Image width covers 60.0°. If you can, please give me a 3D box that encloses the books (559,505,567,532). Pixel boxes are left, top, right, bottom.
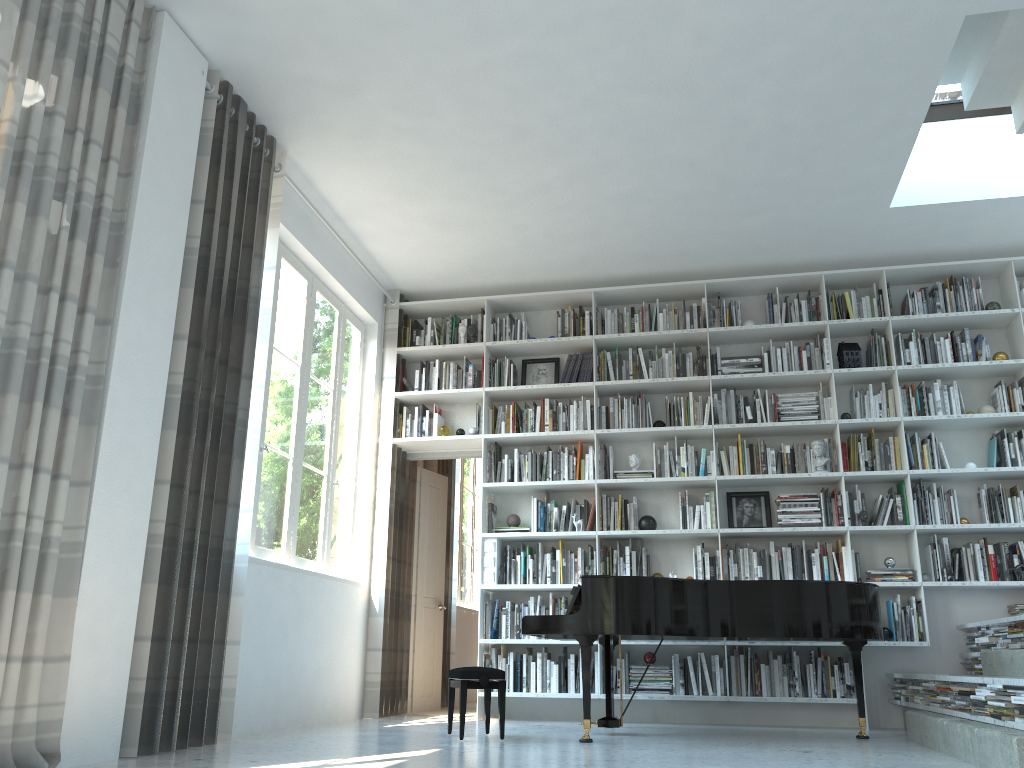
[{"bbox_3d":[0.385,1.013,6.532,0.056,0.213,0.143,-3,-17,12],"label":"books"}]

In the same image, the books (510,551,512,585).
[{"bbox_3d":[0.008,1.361,6.507,0.022,0.256,0.142,-3,-17,12],"label":"books"}]

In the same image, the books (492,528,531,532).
[{"bbox_3d":[0.012,1.091,6.579,0.285,0.012,0.160,-4,-18,15],"label":"books"}]

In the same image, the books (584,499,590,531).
[{"bbox_3d":[0.549,0.983,6.495,0.021,0.250,0.154,-3,-17,12],"label":"books"}]

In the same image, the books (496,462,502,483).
[{"bbox_3d":[-0.082,0.696,6.708,0.037,0.181,0.189,-3,-18,12],"label":"books"}]

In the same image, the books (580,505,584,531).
[{"bbox_3d":[0.525,1.004,6.491,0.027,0.209,0.144,-3,-17,12],"label":"books"}]

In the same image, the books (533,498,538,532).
[{"bbox_3d":[0.183,0.991,6.569,0.024,0.272,0.151,-3,-17,12],"label":"books"}]

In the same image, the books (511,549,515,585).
[{"bbox_3d":[0.018,1.351,6.487,0.007,0.263,0.177,-3,-17,12],"label":"books"}]

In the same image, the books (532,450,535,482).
[{"bbox_3d":[0.169,0.645,6.686,0.011,0.270,0.158,-3,-17,12],"label":"books"}]

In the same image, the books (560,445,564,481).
[{"bbox_3d":[0.374,0.622,6.659,0.011,0.303,0.130,-3,-17,12],"label":"books"}]

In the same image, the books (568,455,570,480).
[{"bbox_3d":[0.435,0.657,6.624,0.012,0.216,0.160,-3,-17,12],"label":"books"}]

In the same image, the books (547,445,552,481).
[{"bbox_3d":[0.281,0.623,6.659,0.013,0.299,0.152,-3,-17,12],"label":"books"}]

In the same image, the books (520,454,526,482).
[{"bbox_3d":[0.096,0.666,6.709,0.049,0.242,0.139,-3,-17,12],"label":"books"}]

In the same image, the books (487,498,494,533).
[{"bbox_3d":[-0.165,1.008,6.654,0.012,0.284,0.160,-3,-17,12],"label":"books"}]

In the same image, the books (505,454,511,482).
[{"bbox_3d":[-0.026,0.668,6.706,0.022,0.235,0.178,-3,-17,12],"label":"books"}]

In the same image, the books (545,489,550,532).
[{"bbox_3d":[0.262,0.961,6.573,0.011,0.334,0.154,-3,-17,12],"label":"books"}]

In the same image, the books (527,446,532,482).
[{"bbox_3d":[0.135,0.633,6.687,0.011,0.292,0.184,-3,-17,12],"label":"books"}]

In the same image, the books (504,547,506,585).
[{"bbox_3d":[-0.037,1.350,6.521,0.008,0.284,0.160,-3,-17,12],"label":"books"}]

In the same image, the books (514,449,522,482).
[{"bbox_3d":[0.047,0.646,6.709,0.023,0.280,0.174,-3,-17,12],"label":"books"}]

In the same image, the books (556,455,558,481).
[{"bbox_3d":[0.348,0.656,6.643,0.013,0.227,0.152,-3,-17,12],"label":"books"}]

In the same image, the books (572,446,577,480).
[{"bbox_3d":[0.470,0.622,6.637,0.015,0.292,0.144,-3,-17,12],"label":"books"}]

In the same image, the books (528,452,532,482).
[{"bbox_3d":[0.149,0.652,6.670,0.021,0.246,0.189,-3,-17,12],"label":"books"}]

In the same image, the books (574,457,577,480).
[{"bbox_3d":[0.480,0.659,6.607,0.013,0.202,0.162,-3,-17,12],"label":"books"}]

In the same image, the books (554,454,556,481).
[{"bbox_3d":[0.333,0.653,6.635,0.013,0.228,0.177,-3,-17,12],"label":"books"}]

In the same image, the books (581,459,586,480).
[{"bbox_3d":[0.537,0.667,6.596,0.030,0.183,0.152,-3,-17,12],"label":"books"}]

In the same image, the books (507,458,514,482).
[{"bbox_3d":[-0.004,0.679,6.687,0.028,0.203,0.188,-3,-18,12],"label":"books"}]

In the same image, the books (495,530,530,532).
[{"bbox_3d":[0.013,1.103,6.578,0.254,0.012,0.161,-2,-18,9],"label":"books"}]

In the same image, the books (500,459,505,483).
[{"bbox_3d":[-0.054,0.687,6.724,0.042,0.208,0.144,-3,-17,12],"label":"books"}]

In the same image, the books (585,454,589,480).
[{"bbox_3d":[0.567,0.646,6.596,0.031,0.222,0.145,-3,-17,12],"label":"books"}]

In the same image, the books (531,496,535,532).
[{"bbox_3d":[0.165,0.987,6.575,0.012,0.284,0.160,-3,-17,12],"label":"books"}]

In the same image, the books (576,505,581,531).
[{"bbox_3d":[0.494,1.003,6.487,0.030,0.207,0.173,-3,-17,12],"label":"books"}]

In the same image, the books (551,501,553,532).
[{"bbox_3d":[0.307,1.000,6.551,0.022,0.248,0.129,-3,-17,12],"label":"books"}]

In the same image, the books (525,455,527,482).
[{"bbox_3d":[0.123,0.665,6.682,0.014,0.229,0.148,-3,-17,12],"label":"books"}]

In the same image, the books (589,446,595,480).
[{"bbox_3d":[0.596,0.617,6.604,0.027,0.285,0.148,-3,-17,12],"label":"books"}]

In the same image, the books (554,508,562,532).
[{"bbox_3d":[0.336,1.016,6.506,0.029,0.189,0.189,-3,-18,12],"label":"books"}]

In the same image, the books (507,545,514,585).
[{"bbox_3d":[-0.012,1.342,6.509,0.014,0.293,0.172,-3,-17,12],"label":"books"}]

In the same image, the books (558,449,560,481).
[{"bbox_3d":[0.360,0.633,6.643,0.012,0.271,0.146,-3,-17,12],"label":"books"}]

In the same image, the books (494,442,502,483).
[{"bbox_3d":[-0.106,0.623,6.728,0.012,0.332,0.185,-3,-17,12],"label":"books"}]

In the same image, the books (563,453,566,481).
[{"bbox_3d":[0.404,0.651,6.649,0.028,0.241,0.132,-3,-17,12],"label":"books"}]

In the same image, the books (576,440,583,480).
[{"bbox_3d":[0.505,0.600,6.621,0.035,0.324,0.170,-3,-17,12],"label":"books"}]

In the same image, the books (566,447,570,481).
[{"bbox_3d":[0.419,0.626,6.622,0.015,0.274,0.157,-3,-17,12],"label":"books"}]

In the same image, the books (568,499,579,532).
[{"bbox_3d":[0.452,0.985,6.510,0.060,0.254,0.159,-3,-17,12],"label":"books"}]

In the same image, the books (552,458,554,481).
[{"bbox_3d":[0.319,0.670,6.648,0.021,0.204,0.130,-3,-17,12],"label":"books"}]

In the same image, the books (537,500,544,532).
[{"bbox_3d":[0.211,1.000,6.568,0.031,0.254,0.144,-3,-17,12],"label":"books"}]

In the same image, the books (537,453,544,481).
[{"bbox_3d":[0.216,0.654,6.664,0.023,0.241,0.185,-3,-17,12],"label":"books"}]

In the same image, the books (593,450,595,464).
[{"bbox_3d":[0.628,0.629,6.594,0.036,0.256,0.123,-3,-17,12],"label":"books"}]

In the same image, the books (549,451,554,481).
[{"bbox_3d":[0.299,0.646,6.659,0.021,0.255,0.156,-3,-17,12],"label":"books"}]

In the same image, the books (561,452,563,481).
[{"bbox_3d":[0.383,0.645,6.645,0.011,0.251,0.139,-3,-17,12],"label":"books"}]

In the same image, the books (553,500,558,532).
[{"bbox_3d":[0.319,0.993,6.530,0.011,0.249,0.172,-3,-17,12],"label":"books"}]

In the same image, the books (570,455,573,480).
[{"bbox_3d":[0.452,0.656,6.625,0.021,0.220,0.149,-3,-17,12],"label":"books"}]

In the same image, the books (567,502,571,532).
[{"bbox_3d":[0.419,0.998,6.528,0.013,0.241,0.142,-3,-17,12],"label":"books"}]

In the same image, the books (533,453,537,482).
[{"bbox_3d":[0.182,0.656,6.663,0.024,0.236,0.167,-3,-17,12],"label":"books"}]

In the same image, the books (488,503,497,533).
[{"bbox_3d":[-0.148,1.024,6.635,0.028,0.242,0.157,-3,-17,12],"label":"books"}]

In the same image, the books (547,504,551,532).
[{"bbox_3d":[0.283,1.011,6.560,0.030,0.230,0.148,-3,-17,12],"label":"books"}]

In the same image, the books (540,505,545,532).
[{"bbox_3d":[0.235,1.013,6.527,0.029,0.207,0.190,-3,-18,12],"label":"books"}]

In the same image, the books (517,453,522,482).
[{"bbox_3d":[0.061,0.659,6.693,0.011,0.245,0.177,-3,-17,12],"label":"books"}]

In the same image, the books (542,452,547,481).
[{"bbox_3d":[0.254,0.651,6.676,0.048,0.255,0.142,-3,-17,12],"label":"books"}]

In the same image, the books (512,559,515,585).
[{"bbox_3d":[0.027,1.381,6.459,0.019,0.188,0.194,-3,-18,12],"label":"books"}]

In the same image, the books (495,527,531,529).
[{"bbox_3d":[0.014,1.081,6.589,0.254,0.012,0.161,-3,-18,13],"label":"books"}]

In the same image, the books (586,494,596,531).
[{"bbox_3d":[0.591,0.957,6.451,0.082,0.275,0.229,-3,-17,12],"label":"books"}]
